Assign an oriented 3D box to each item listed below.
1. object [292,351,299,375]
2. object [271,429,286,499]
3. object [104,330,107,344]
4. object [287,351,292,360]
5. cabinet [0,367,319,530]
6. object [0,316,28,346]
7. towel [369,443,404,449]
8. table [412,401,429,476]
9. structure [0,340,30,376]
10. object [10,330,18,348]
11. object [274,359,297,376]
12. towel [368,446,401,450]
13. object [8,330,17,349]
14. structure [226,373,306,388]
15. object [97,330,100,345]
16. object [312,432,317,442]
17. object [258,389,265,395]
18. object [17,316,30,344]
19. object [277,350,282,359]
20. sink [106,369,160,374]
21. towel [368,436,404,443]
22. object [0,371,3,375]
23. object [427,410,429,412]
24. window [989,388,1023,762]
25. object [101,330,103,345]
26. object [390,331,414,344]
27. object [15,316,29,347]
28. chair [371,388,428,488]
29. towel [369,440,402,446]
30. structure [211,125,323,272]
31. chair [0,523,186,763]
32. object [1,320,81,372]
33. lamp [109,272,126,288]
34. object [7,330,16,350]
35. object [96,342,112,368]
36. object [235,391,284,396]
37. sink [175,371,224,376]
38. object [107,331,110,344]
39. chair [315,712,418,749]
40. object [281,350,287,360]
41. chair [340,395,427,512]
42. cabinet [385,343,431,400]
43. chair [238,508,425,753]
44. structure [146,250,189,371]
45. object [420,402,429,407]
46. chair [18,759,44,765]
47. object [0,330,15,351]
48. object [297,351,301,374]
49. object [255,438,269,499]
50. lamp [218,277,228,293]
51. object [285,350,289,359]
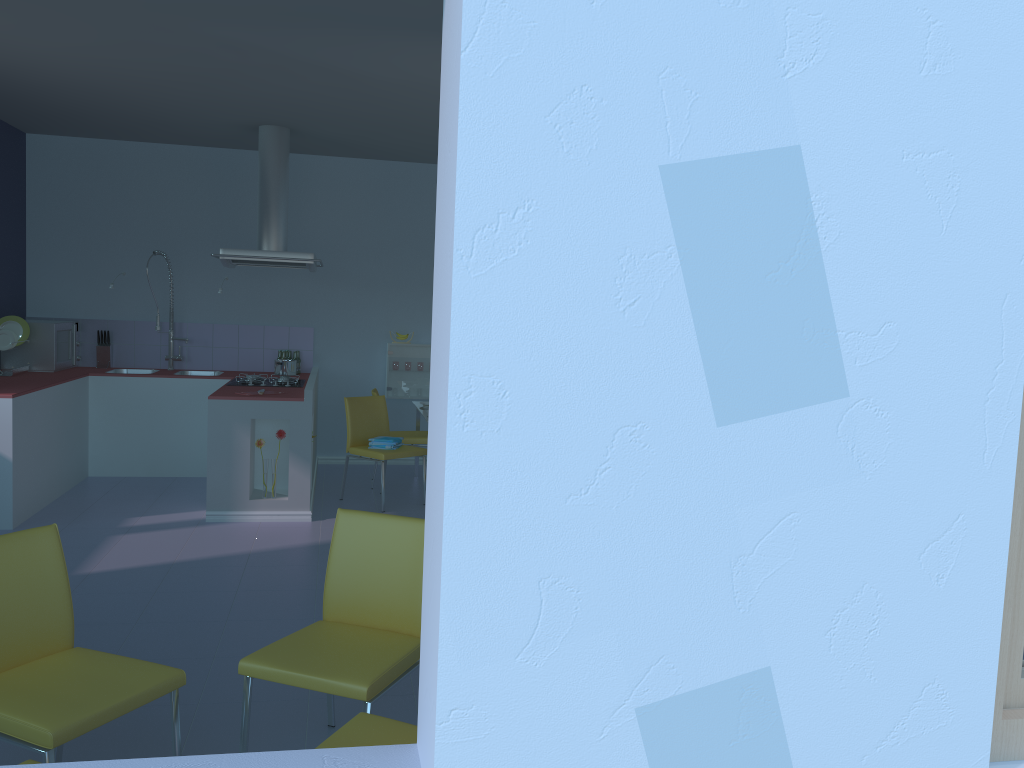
[{"bbox_3d":[-1.707,-0.165,6.982,0.052,0.187,0.052,3,5,7],"label":"object"},{"bbox_3d":[-1.420,0.484,5.365,0.090,0.427,0.054,4,5,21],"label":"object"},{"bbox_3d":[-3.150,-0.283,6.862,0.019,0.265,0.038,2,5,-2],"label":"object"},{"bbox_3d":[-1.759,-0.169,7.012,0.052,0.187,0.052,3,5,7],"label":"object"},{"bbox_3d":[-2.468,0.327,6.026,2.200,0.800,2.139,2,5,-11],"label":"cabinet"},{"bbox_3d":[-3.448,-0.362,6.098,0.220,0.214,0.053,1,5,-15],"label":"object"},{"bbox_3d":[-0.845,0.406,5.966,0.195,0.024,0.201,4,5,14],"label":"towel"},{"bbox_3d":[-0.320,0.491,6.446,0.730,0.590,1.173,2,5,-11],"label":"table"},{"bbox_3d":[-3.425,-0.181,6.003,0.194,0.225,0.408,1,5,-15],"label":"structure"},{"bbox_3d":[-3.427,-0.299,6.013,0.140,0.136,0.039,1,5,-16],"label":"object"},{"bbox_3d":[-1.631,-0.119,6.380,0.157,0.106,0.170,0,5,-28],"label":"object"},{"bbox_3d":[-0.850,0.419,5.964,0.195,0.024,0.201,3,5,8],"label":"towel"},{"bbox_3d":[-3.421,-0.297,5.990,0.140,0.136,0.039,1,5,-16],"label":"object"},{"bbox_3d":[-1.711,-0.031,6.211,0.500,0.047,0.600,2,5,-11],"label":"structure"},{"bbox_3d":[-3.194,-0.284,6.852,0.019,0.265,0.037,1,5,-21],"label":"object"},{"bbox_3d":[-1.309,0.472,5.587,0.067,0.423,0.229,4,5,19],"label":"object"},{"bbox_3d":[-1.568,0.045,5.539,0.041,0.009,0.375,1,5,-15],"label":"object"},{"bbox_3d":[-3.458,-0.365,6.138,0.220,0.214,0.053,1,5,-15],"label":"object"},{"bbox_3d":[-1.833,-0.174,7.004,0.052,0.190,0.052,7,6,43],"label":"object"},{"bbox_3d":[-2.854,-0.010,6.680,0.326,0.172,0.428,2,5,-11],"label":"sink"},{"bbox_3d":[-0.848,0.374,5.966,0.195,0.033,0.190,4,5,15],"label":"towel"},{"bbox_3d":[-3.445,-0.101,5.877,0.097,0.082,0.083,4,5,22],"label":"object"},{"bbox_3d":[-0.472,0.201,6.148,0.228,0.020,0.228,1,5,-15],"label":"object"},{"bbox_3d":[1.374,-0.075,1.425,1.475,1.263,0.142,2,5,-11],"label":"window"},{"bbox_3d":[-3.173,-0.283,6.857,0.019,0.265,0.038,2,5,-2],"label":"object"},{"bbox_3d":[-0.906,-0.382,7.285,0.203,0.100,0.077,1,5,-19],"label":"object"},{"bbox_3d":[-3.453,-0.364,6.118,0.220,0.214,0.053,1,5,-15],"label":"object"},{"bbox_3d":[-0.812,0.398,6.602,0.484,0.695,0.387,2,5,-9],"label":"chair"},{"bbox_3d":[-0.848,0.390,5.964,0.195,0.027,0.192,3,5,10],"label":"towel"},{"bbox_3d":[-1.649,-1.272,6.109,0.695,0.962,0.895,2,5,-11],"label":"structure"},{"bbox_3d":[-1.130,0.751,2.190,0.484,0.699,0.387,5,5,25],"label":"chair"},{"bbox_3d":[-3.459,-0.288,6.541,0.367,0.350,0.611,2,5,-11],"label":"object"},{"bbox_3d":[-2.984,-0.788,6.712,0.037,0.134,0.400,2,5,-11],"label":"lamp"},{"bbox_3d":[-3.415,-0.295,5.967,0.140,0.136,0.039,1,5,-16],"label":"object"},{"bbox_3d":[-3.159,-0.225,6.859,0.100,0.200,0.109,2,5,-11],"label":"object"},{"bbox_3d":[-1.559,0.056,5.484,0.151,0.006,0.269,7,6,40],"label":"object"},{"bbox_3d":[-2.389,0.003,6.773,0.326,0.172,0.428,2,5,-11],"label":"sink"},{"bbox_3d":[-3.126,-0.282,6.866,0.019,0.265,0.037,2,5,-2],"label":"object"},{"bbox_3d":[-0.201,0.820,1.821,0.484,0.695,0.387,4,5,20],"label":"chair"},{"bbox_3d":[-1.791,-0.168,6.954,0.052,0.190,0.052,7,6,43],"label":"object"},{"bbox_3d":[-0.867,0.448,5.974,0.484,0.695,0.387,7,6,42],"label":"chair"},{"bbox_3d":[-0.807,-0.106,7.320,0.450,0.450,0.173,2,5,-11],"label":"cabinet"},{"bbox_3d":[-0.461,0.753,2.502,0.387,0.695,0.484,4,5,20],"label":"chair"},{"bbox_3d":[-2.631,-0.559,6.809,0.308,0.920,0.178,1,5,-13],"label":"structure"},{"bbox_3d":[-0.579,0.155,6.648,0.228,0.020,0.228,2,5,-10],"label":"object"},{"bbox_3d":[-0.905,0.815,1.517,0.387,0.695,0.484,5,5,25],"label":"chair"},{"bbox_3d":[-3.409,-0.293,5.944,0.140,0.136,0.039,1,5,-16],"label":"object"},{"bbox_3d":[-1.705,-0.170,7.052,0.052,0.187,0.052,3,5,7],"label":"object"},{"bbox_3d":[-1.513,0.511,5.363,0.085,0.365,0.050,1,5,-13],"label":"object"},{"bbox_3d":[-2.233,-0.768,6.863,0.037,0.134,0.400,2,5,-11],"label":"lamp"},{"bbox_3d":[-1.792,-0.177,7.062,0.052,0.190,0.052,7,6,43],"label":"object"}]
